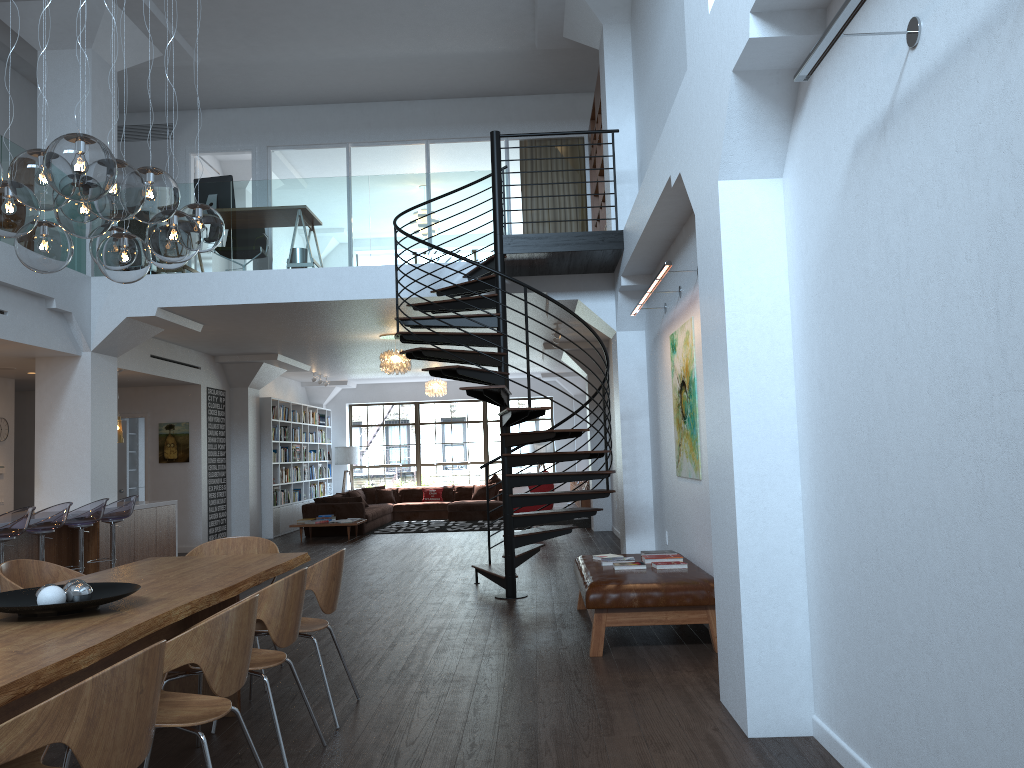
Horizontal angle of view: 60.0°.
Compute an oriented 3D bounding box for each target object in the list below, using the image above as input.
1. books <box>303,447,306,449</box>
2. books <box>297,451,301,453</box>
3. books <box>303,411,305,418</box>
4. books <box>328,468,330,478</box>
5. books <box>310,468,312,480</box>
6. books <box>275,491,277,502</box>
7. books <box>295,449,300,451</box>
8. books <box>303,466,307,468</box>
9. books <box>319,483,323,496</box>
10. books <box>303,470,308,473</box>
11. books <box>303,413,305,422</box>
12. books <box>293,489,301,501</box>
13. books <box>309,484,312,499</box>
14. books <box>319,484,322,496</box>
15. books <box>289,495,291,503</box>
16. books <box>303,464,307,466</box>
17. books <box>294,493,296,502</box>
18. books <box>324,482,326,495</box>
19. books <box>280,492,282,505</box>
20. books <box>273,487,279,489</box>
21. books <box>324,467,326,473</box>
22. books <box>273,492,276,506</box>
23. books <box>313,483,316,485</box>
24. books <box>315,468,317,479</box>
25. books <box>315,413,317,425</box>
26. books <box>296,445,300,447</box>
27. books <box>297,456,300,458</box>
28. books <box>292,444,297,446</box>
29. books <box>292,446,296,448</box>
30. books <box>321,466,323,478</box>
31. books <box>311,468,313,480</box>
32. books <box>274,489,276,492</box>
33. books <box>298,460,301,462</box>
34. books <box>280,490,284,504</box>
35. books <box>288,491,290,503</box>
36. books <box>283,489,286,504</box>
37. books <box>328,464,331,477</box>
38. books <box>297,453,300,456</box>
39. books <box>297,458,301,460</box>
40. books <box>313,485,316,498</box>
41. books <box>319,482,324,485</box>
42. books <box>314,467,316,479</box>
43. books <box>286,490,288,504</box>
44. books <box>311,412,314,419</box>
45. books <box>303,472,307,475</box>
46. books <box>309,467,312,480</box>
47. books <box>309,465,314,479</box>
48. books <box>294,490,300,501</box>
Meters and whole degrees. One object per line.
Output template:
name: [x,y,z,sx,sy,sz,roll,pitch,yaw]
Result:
books: [-4.183,1.262,17.447,0.223,0.031,0.161,-2,-4,1]
books: [-4.195,1.315,17.094,0.183,0.042,0.253,-2,-4,1]
books: [-4.197,0.666,17.630,0.160,0.251,0.031,-2,-4,1]
books: [-4.092,1.951,19.459,0.161,0.213,0.118,-2,-4,1]
books: [-4.137,1.811,17.865,0.174,0.243,0.085,-2,-4,1]
books: [-4.197,2.001,15.479,0.183,0.253,0.042,-2,-4,1]
books: [-4.202,1.280,17.104,0.161,0.033,0.223,-2,-4,1]
books: [-4.163,1.641,17.521,0.208,0.024,0.144,-3,-4,6]
books: [-4.121,2.244,18.817,0.198,0.284,0.066,-2,-4,1]
books: [-4.181,1.729,17.514,0.253,0.040,0.183,-2,-4,1]
books: [-4.187,0.681,17.548,0.161,0.207,0.130,-2,-4,1]
books: [-4.148,2.140,17.138,0.140,0.231,0.042,-2,-4,1]
books: [-4.136,2.171,17.876,0.198,0.284,0.066,-2,-4,1]
books: [-4.105,2.253,18.757,0.183,0.253,0.037,-2,-4,1]
books: [-4.164,2.088,16.301,0.161,0.207,0.135,-2,-4,1]
books: [-4.168,1.609,17.516,0.185,0.041,0.129,-3,-5,16]
books: [-4.146,2.143,16.753,0.120,0.167,0.020,-2,-4,1]
books: [-4.103,2.266,19.147,0.176,0.290,0.053,-2,-4,1]
books: [-4.180,2.038,15.762,0.161,0.223,0.032,-2,-4,1]
books: [-4.194,1.810,15.409,0.223,0.027,0.161,-3,-5,11]
books: [-4.112,1.918,19.131,0.168,0.228,0.139,-2,-4,1]
books: [-4.190,1.999,15.366,0.174,0.240,0.054,-2,-4,1]
books: [-4.121,2.197,18.258,0.176,0.290,0.036,-2,-4,1]
books: [-4.124,1.859,18.331,0.161,0.222,0.084,-2,-4,1]
books: [-4.168,0.729,18.486,0.183,0.253,0.034,-2,-4,1]
books: [-4.192,1.192,17.122,0.129,0.043,0.185,-3,-5,16]
books: [-4.214,1.401,17.078,0.180,0.042,0.259,-2,-4,1]
books: [-4.188,1.156,16.693,0.223,0.027,0.161,-3,-5,11]
books: [-4.194,1.194,16.712,0.174,0.045,0.240,-2,-4,1]
books: [-4.118,1.887,18.908,0.183,0.253,0.042,-2,-4,1]
books: [-4.131,1.814,17.951,0.182,0.253,0.098,-2,-4,1]
books: [-4.200,1.849,15.428,0.174,0.045,0.240,-1,-5,-9]
books: [-4.184,1.480,17.078,0.171,0.039,0.246,-2,-4,1]
books: [-4.186,2.034,15.919,0.183,0.253,0.042,-2,-4,1]
books: [-4.173,2.070,16.246,0.174,0.236,0.142,-2,-4,1]
books: [-4.183,2.044,16.071,0.180,0.259,0.042,-2,-4,1]
books: [-4.094,1.923,19.614,0.176,0.290,0.053,-2,-4,1]
books: [-4.201,1.358,17.095,0.168,0.045,0.231,-2,-4,-4]
books: [-4.188,1.441,17.079,0.160,0.039,0.251,-3,-4,6]
books: [-4.112,2.213,18.222,0.183,0.253,0.034,-2,-4,1]
books: [-4.088,2.244,18.929,0.140,0.298,0.044,-2,-4,1]
books: [-4.131,1.838,18.205,0.174,0.242,0.105,-2,-4,1]
books: [-4.175,2.054,16.157,0.183,0.253,0.042,-2,-4,1]
books: [-4.176,0.717,18.317,0.183,0.253,0.034,-2,-4,1]
books: [-4.175,1.771,17.519,0.231,0.044,0.168,-2,-4,-4]
books: [-4.143,1.809,17.905,0.182,0.255,0.077,-2,-4,1]
books: [-4.145,1.804,18.057,0.197,0.290,0.136,-2,-4,1]
books: [-4.145,2.148,17.052,0.146,0.202,0.027,-2,-4,1]
